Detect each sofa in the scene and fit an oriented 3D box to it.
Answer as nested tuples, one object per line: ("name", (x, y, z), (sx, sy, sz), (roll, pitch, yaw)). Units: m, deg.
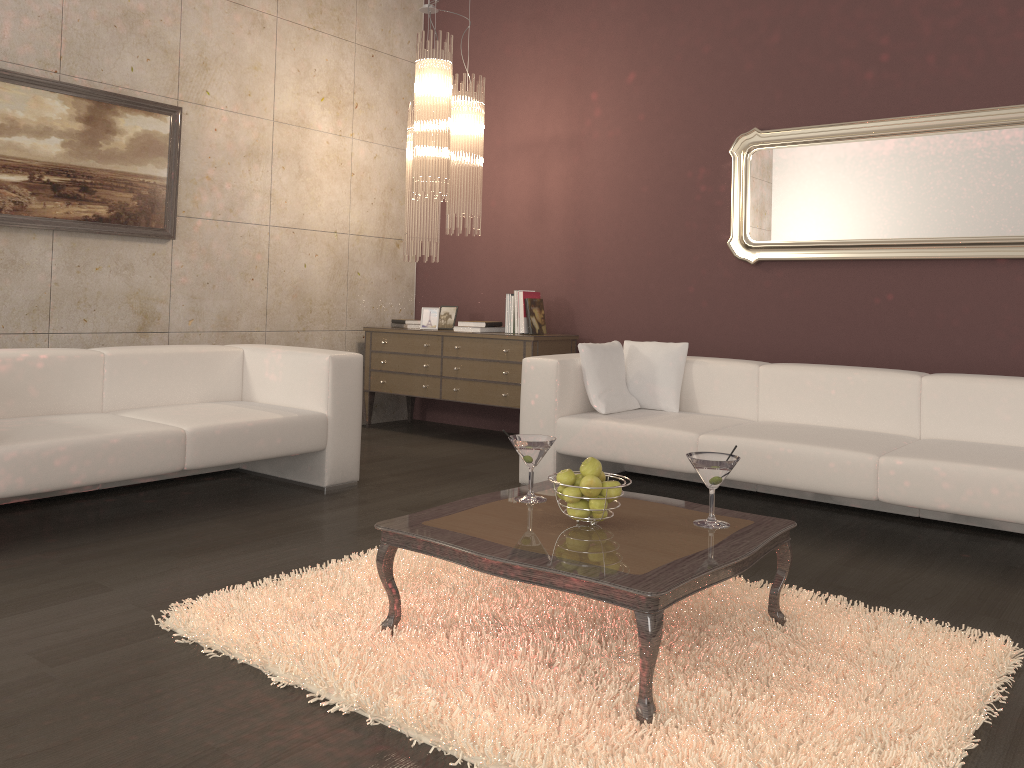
("sofa", (-1.705, 0.178, 3.915), (0.945, 0.651, 2.027), (4, 5, 37))
("sofa", (1.393, 0.256, 4.002), (2.789, 0.651, 0.943), (5, 5, 37))

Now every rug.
("rug", (0.194, 0.686, 2.457), (2.002, 0.067, 1.509), (6, 6, 37))

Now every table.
("table", (0.220, 0.540, 2.464), (0.916, 0.303, 0.905), (5, 6, 36))

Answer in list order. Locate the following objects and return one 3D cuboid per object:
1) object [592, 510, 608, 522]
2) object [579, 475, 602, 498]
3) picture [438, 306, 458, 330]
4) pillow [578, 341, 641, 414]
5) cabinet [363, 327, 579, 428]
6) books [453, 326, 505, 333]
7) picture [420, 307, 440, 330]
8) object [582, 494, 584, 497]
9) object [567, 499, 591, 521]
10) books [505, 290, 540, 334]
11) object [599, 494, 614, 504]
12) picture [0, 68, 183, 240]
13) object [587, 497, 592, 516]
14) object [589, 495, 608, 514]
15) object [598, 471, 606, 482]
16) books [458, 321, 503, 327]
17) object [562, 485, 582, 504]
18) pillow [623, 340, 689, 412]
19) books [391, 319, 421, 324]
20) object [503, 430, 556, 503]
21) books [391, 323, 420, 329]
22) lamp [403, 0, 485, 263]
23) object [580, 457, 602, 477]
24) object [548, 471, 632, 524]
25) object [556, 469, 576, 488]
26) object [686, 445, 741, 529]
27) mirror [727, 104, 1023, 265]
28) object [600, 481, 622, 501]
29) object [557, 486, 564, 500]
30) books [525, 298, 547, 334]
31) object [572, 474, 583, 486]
("object", (0.243, 0.358, 2.437), (0.044, 0.043, 0.043), (3, 2, 41))
("object", (0.215, 0.280, 2.405), (0.062, 0.061, 0.057), (2, 2, 7))
("picture", (-0.465, -0.476, 6.320), (0.141, 0.172, 0.077), (2, 0, 22))
("pillow", (0.497, -0.039, 4.535), (0.186, 0.359, 0.376), (1, 1, 36))
("cabinet", (-0.332, -0.003, 6.109), (1.531, 0.731, 0.531), (5, 2, 37))
("books", (-0.220, -0.375, 6.028), (0.225, 0.035, 0.308), (5, 6, 32))
("picture", (-0.577, -0.460, 6.188), (0.128, 0.157, 0.051), (2, -1, 7))
("object", (0.177, 0.297, 2.499), (0.066, 0.066, 0.066), (2, 2, 4))
("object", (0.185, 0.344, 2.440), (0.067, 0.064, 0.069), (1, 2, -8))
("books", (0.077, -0.481, 5.891), (0.178, 0.290, 0.204), (2, 1, 37))
("object", (0.268, 0.306, 2.483), (0.061, 0.062, 0.061), (2, 2, 2))
("picture", (-2.521, -1.211, 4.587), (0.053, 0.794, 1.716), (0, 2, 37))
("object", (0.219, 0.346, 2.493), (0.054, 0.055, 0.055), (0, 2, -41))
("object", (0.235, 0.328, 2.399), (0.051, 0.048, 0.051), (3, 2, 32))
("object", (0.241, 0.266, 2.488), (0.050, 0.049, 0.046), (0, 2, -38))
("books", (-0.218, -0.412, 6.047), (0.211, 0.034, 0.289), (4, 5, 22))
("object", (0.165, 0.303, 2.414), (0.053, 0.051, 0.053), (3, 3, 41))
("pillow", (0.740, -0.047, 4.688), (0.377, 0.362, 0.169), (3, 0, 36))
("books", (-0.756, -0.456, 6.445), (0.169, 0.027, 0.233), (-2, 6, -32))
("object", (0.061, 0.250, 2.741), (0.151, 0.217, 0.151), (2, 1, 30))
("books", (-0.739, -0.427, 6.457), (0.201, 0.032, 0.276), (-2, 6, -32))
("lamp", (-0.383, -2.186, 5.558), (0.483, 2.841, 0.483), (2, -1, -16))
("object", (0.219, 0.235, 2.449), (0.062, 0.064, 0.062), (3, 2, 37))
("object", (0.215, 0.324, 2.456), (0.233, 0.119, 0.234), (1, 4, -8))
("object", (0.150, 0.261, 2.440), (0.054, 0.051, 0.053), (3, 2, 38))
("object", (0.567, 0.287, 2.489), (0.151, 0.217, 0.151), (2, 1, 13))
("mirror", (2.023, -1.066, 4.816), (1.787, 0.825, 0.047), (5, 1, 37))
("object", (0.272, 0.294, 2.430), (0.062, 0.055, 0.061), (3, 3, 31))
("object", (0.149, 0.302, 2.461), (0.045, 0.046, 0.044), (3, 2, 29))
("books", (0.156, -0.447, 5.825), (0.068, 0.238, 0.172), (1, 0, 37))
("object", (0.187, 0.274, 2.463), (0.045, 0.044, 0.045), (2, 2, 8))
